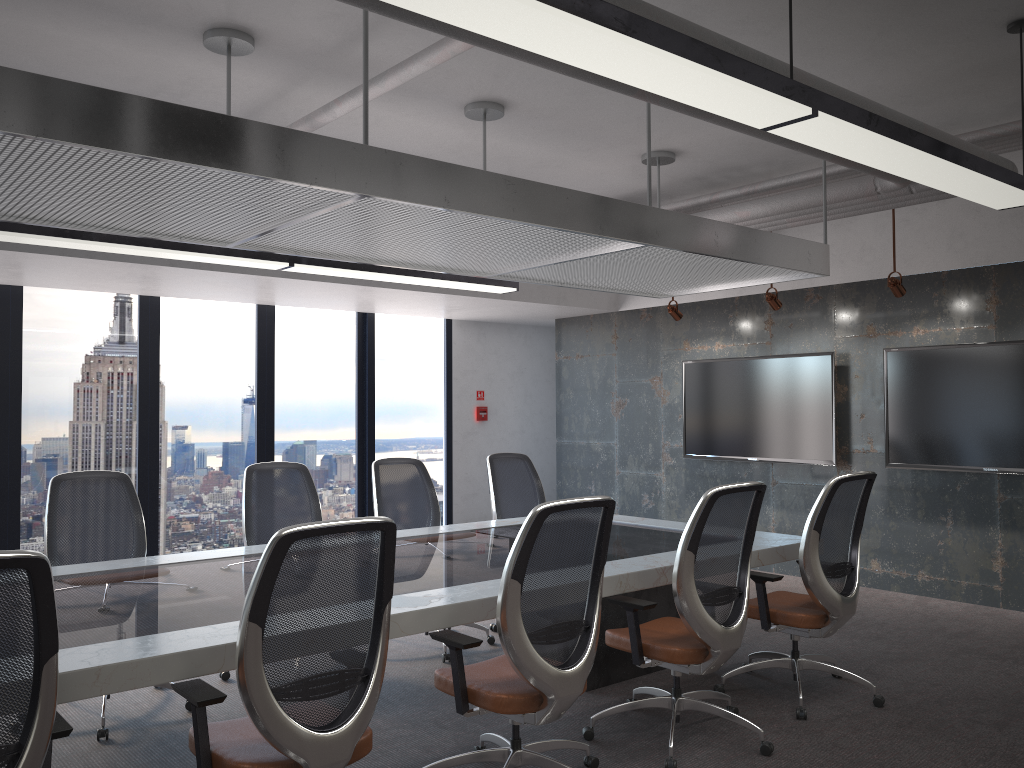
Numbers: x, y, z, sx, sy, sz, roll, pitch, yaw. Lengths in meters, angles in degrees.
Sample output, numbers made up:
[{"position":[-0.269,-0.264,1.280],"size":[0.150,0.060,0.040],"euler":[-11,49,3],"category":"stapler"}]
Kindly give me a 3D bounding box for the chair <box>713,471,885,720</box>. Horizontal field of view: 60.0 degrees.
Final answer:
[{"position":[1.460,1.018,4.583],"size":[0.828,1.166,0.789],"euler":[-1,-2,14],"category":"chair"}]

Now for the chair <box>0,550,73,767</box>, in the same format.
[{"position":[-1.452,0.957,2.156],"size":[0.828,1.166,0.789],"euler":[-1,-2,14],"category":"chair"}]

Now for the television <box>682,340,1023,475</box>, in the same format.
[{"position":[2.878,0.200,7.291],"size":[0.101,0.960,3.667],"euler":[1,-2,-40],"category":"television"}]

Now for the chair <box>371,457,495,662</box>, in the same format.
[{"position":[-0.530,1.063,5.631],"size":[0.828,1.166,0.789],"euler":[-1,-2,14],"category":"chair"}]

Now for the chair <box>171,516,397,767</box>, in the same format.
[{"position":[-0.724,0.973,2.762],"size":[0.828,1.166,0.789],"euler":[-1,-2,14],"category":"chair"}]

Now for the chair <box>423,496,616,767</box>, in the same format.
[{"position":[0.004,0.988,3.369],"size":[0.828,1.166,0.789],"euler":[-1,-2,14],"category":"chair"}]

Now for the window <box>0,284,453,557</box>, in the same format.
[{"position":[-4.269,0.372,7.490],"size":[9.225,2.670,0.121],"euler":[1,-2,-40],"category":"window"}]

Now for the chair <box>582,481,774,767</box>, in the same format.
[{"position":[0.732,1.003,3.976],"size":[0.828,1.166,0.789],"euler":[-1,-2,14],"category":"chair"}]

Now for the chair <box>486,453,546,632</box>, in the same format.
[{"position":[0.198,1.078,6.238],"size":[0.828,1.166,0.789],"euler":[-1,-2,14],"category":"chair"}]

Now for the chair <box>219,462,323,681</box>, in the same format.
[{"position":[-1.237,1.051,5.158],"size":[0.828,1.166,0.789],"euler":[-1,-2,20],"category":"chair"}]

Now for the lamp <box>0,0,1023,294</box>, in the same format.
[{"position":[-1.060,-1.312,3.906],"size":[6.097,0.908,4.126],"euler":[1,-2,-40],"category":"lamp"}]

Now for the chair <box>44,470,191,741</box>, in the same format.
[{"position":[-1.986,1.032,4.418],"size":[0.828,1.166,0.789],"euler":[-1,-2,14],"category":"chair"}]

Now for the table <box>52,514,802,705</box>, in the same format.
[{"position":[-0.985,1.214,3.888],"size":[5.498,0.745,1.898],"euler":[1,-2,-40],"category":"table"}]
